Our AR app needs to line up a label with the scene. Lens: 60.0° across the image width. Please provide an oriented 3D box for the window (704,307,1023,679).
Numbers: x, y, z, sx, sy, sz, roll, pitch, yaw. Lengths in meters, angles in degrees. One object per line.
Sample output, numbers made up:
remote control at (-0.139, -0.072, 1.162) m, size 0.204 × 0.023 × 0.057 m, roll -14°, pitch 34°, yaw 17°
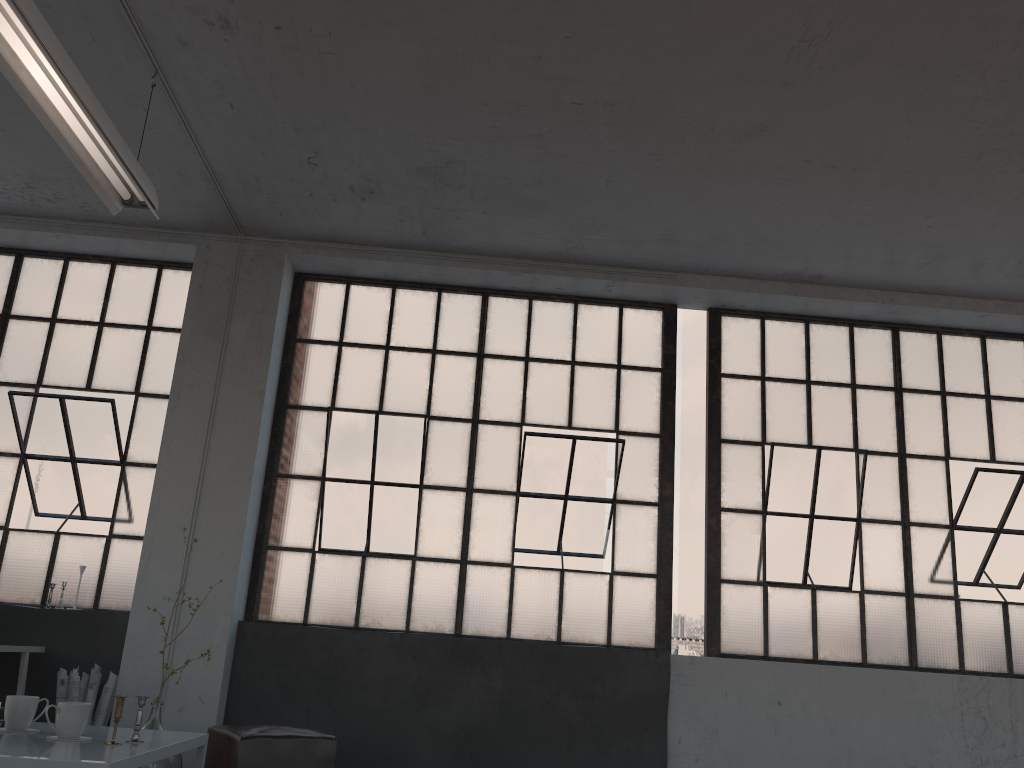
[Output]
window at (2.542, 0.681, 5.753) m, size 2.591 × 2.373 × 0.674 m, roll 5°, pitch -16°, yaw -2°

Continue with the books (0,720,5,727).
books at (-1.765, 1.053, 2.748) m, size 0.210 × 0.025 × 0.276 m, roll -1°, pitch -18°, yaw 17°

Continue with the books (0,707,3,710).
books at (-1.759, 1.017, 2.769) m, size 0.200 × 0.014 × 0.277 m, roll 5°, pitch -17°, yaw -2°

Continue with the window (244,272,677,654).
window at (-0.252, 0.455, 5.654) m, size 2.591 × 2.373 × 0.674 m, roll 5°, pitch -16°, yaw -2°

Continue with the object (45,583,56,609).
object at (-2.691, 1.232, 5.172) m, size 0.055 × 0.152 × 0.055 m, roll 18°, pitch -21°, yaw -41°

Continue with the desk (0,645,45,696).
desk at (-3.240, 1.623, 4.437) m, size 1.226 × 0.683 × 0.940 m, roll 5°, pitch -17°, yaw -2°

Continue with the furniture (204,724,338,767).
furniture at (-1.130, 1.813, 4.067) m, size 0.504 × 0.457 × 0.505 m, roll 15°, pitch -20°, yaw -33°

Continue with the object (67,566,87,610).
object at (-2.555, 1.202, 5.226) m, size 0.084 × 0.254 × 0.085 m, roll -2°, pitch -17°, yaw 20°

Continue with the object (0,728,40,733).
object at (-1.672, 1.171, 2.996) m, size 0.137 × 0.003 × 0.138 m, roll -2°, pitch -18°, yaw 18°

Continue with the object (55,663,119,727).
object at (-2.340, 1.841, 4.840) m, size 0.275 × 0.623 × 0.295 m, roll -9°, pitch -21°, yaw 38°

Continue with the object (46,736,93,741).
object at (-1.435, 1.150, 2.876) m, size 0.137 × 0.003 × 0.138 m, roll -2°, pitch -18°, yaw 18°

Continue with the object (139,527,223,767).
object at (-1.609, 1.352, 4.339) m, size 0.619 × 1.330 × 0.332 m, roll -7°, pitch -19°, yaw 33°

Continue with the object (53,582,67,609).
object at (-2.646, 1.244, 5.212) m, size 0.066 × 0.159 × 0.066 m, roll -5°, pitch -18°, yaw 28°

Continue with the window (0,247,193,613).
window at (-3.319, 0.206, 5.545) m, size 2.591 × 2.373 × 0.674 m, roll 5°, pitch -16°, yaw -2°

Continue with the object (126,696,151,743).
object at (-1.236, 1.107, 2.939) m, size 0.055 × 0.152 × 0.055 m, roll 12°, pitch -18°, yaw -24°

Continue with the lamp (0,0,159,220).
lamp at (-1.589, -1.307, 3.116) m, size 0.202 × 0.624 × 1.891 m, roll 5°, pitch -17°, yaw -2°

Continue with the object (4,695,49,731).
object at (-1.669, 1.122, 3.022) m, size 0.101 × 0.108 × 0.130 m, roll 2°, pitch -17°, yaw 6°

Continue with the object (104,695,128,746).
object at (-1.262, 1.074, 2.832) m, size 0.053 × 0.147 × 0.053 m, roll -8°, pitch -20°, yaw 37°

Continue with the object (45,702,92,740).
object at (-1.433, 1.091, 2.870) m, size 0.101 × 0.108 × 0.130 m, roll 2°, pitch -17°, yaw 6°

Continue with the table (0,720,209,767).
table at (-1.619, 1.349, 2.805) m, size 0.972 × 0.441 × 0.999 m, roll 5°, pitch -17°, yaw -2°
